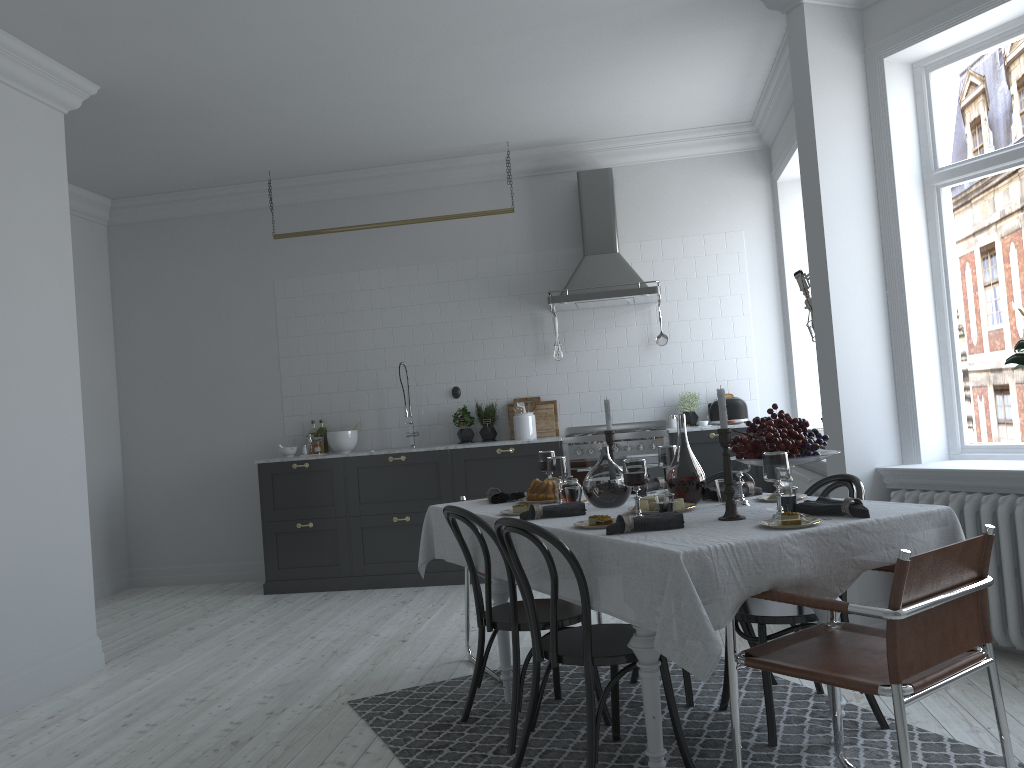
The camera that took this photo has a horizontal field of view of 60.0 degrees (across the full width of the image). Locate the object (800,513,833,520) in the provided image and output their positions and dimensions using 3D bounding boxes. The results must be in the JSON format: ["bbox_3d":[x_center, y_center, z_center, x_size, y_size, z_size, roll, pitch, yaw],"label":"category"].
[{"bbox_3d":[0.955,0.417,2.785,0.031,0.012,0.131,-3,-2,-29],"label":"object"}]

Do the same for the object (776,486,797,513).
[{"bbox_3d":[0.900,0.383,2.891,0.066,0.094,0.066,-4,-2,-3],"label":"object"}]

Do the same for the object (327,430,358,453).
[{"bbox_3d":[-1.386,0.475,7.260,0.247,0.175,0.247,-5,-2,22],"label":"object"}]

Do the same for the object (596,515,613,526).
[{"bbox_3d":[0.310,0.461,2.984,0.051,0.039,0.036,-3,-3,-42],"label":"object"}]

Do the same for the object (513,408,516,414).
[{"bbox_3d":[0.067,0.310,7.013,0.117,0.251,0.061,-6,-2,38],"label":"object"}]

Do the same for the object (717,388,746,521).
[{"bbox_3d":[0.707,0.230,2.927,0.089,0.432,0.089,-6,-2,31],"label":"object"}]

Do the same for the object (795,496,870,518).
[{"bbox_3d":[1.056,0.388,2.838,0.165,0.061,0.247,-3,-3,-42],"label":"object"}]

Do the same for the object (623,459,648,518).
[{"bbox_3d":[0.427,0.367,3.038,0.083,0.215,0.083,-5,-2,13],"label":"object"}]

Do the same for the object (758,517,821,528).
[{"bbox_3d":[0.840,0.422,2.682,0.182,0.013,0.182,-5,-2,18],"label":"object"}]

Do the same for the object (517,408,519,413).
[{"bbox_3d":[0.097,0.309,7.052,0.118,0.250,0.033,-5,-2,8],"label":"object"}]

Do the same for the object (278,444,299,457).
[{"bbox_3d":[-1.831,0.544,7.285,0.159,0.110,0.172,-5,-2,3],"label":"object"}]

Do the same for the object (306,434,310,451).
[{"bbox_3d":[-1.669,0.499,7.337,0.059,0.172,0.059,-6,-2,40],"label":"object"}]

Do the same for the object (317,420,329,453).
[{"bbox_3d":[-1.571,0.438,7.385,0.089,0.282,0.082,-5,-2,8],"label":"object"}]

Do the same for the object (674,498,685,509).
[{"bbox_3d":[0.612,0.445,3.306,0.039,0.040,0.077,-4,-2,-12],"label":"object"}]

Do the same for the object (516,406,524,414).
[{"bbox_3d":[0.056,0.305,6.990,0.054,0.262,0.149,-4,-2,-17],"label":"object"}]

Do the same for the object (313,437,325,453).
[{"bbox_3d":[-1.599,0.510,7.338,0.077,0.141,0.044,-5,-2,8],"label":"object"}]

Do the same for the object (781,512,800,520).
[{"bbox_3d":[0.851,0.409,2.712,0.057,0.037,0.021,-6,-2,29],"label":"object"}]

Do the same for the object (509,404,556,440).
[{"bbox_3d":[0.162,0.305,7.119,0.360,0.261,0.053,-5,-2,8],"label":"object"}]

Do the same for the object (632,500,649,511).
[{"bbox_3d":[0.471,0.445,3.252,0.039,0.040,0.078,-4,-2,-17],"label":"object"}]

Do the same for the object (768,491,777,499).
[{"bbox_3d":[0.995,0.418,3.338,0.039,0.040,0.078,-4,-2,-17],"label":"object"}]

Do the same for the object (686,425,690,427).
[{"bbox_3d":[1.320,0.324,6.813,0.091,0.018,0.062,-5,-2,6],"label":"object"}]

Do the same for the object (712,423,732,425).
[{"bbox_3d":[1.571,0.294,6.544,0.209,0.008,0.018,-6,-3,43],"label":"object"}]

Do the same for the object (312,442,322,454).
[{"bbox_3d":[-1.591,0.525,7.232,0.078,0.101,0.078,-6,-2,37],"label":"object"}]

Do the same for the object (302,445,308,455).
[{"bbox_3d":[-1.690,0.542,7.235,0.046,0.084,0.046,-4,-2,-5],"label":"object"}]

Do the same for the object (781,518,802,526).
[{"bbox_3d":[0.840,0.418,2.671,0.057,0.021,0.037,-5,-2,8],"label":"object"}]

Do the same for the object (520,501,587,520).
[{"bbox_3d":[0.167,0.475,3.349,0.247,0.061,0.165,-3,-3,-42],"label":"object"}]

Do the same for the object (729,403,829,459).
[{"bbox_3d":[0.933,0.173,3.058,0.347,0.215,0.318,-3,-2,-29],"label":"object"}]

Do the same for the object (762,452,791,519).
[{"bbox_3d":[0.847,0.326,2.827,0.083,0.215,0.083,-5,-2,13],"label":"object"}]

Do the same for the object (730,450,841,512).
[{"bbox_3d":[0.949,0.338,3.064,0.367,0.188,0.367,-3,-2,-40],"label":"object"}]

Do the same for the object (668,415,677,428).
[{"bbox_3d":[1.259,0.294,6.913,0.072,0.095,0.072,-3,-2,-36],"label":"object"}]

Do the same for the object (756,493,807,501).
[{"bbox_3d":[1.016,0.430,3.340,0.182,0.013,0.182,-5,-2,8],"label":"object"}]

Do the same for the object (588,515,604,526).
[{"bbox_3d":[0.288,0.464,3.018,0.057,0.037,0.021,-4,-2,-11],"label":"object"}]

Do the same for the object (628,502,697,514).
[{"bbox_3d":[0.556,0.463,3.281,0.251,0.018,0.251,-5,-2,8],"label":"object"}]

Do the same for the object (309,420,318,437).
[{"bbox_3d":[-1.651,0.445,7.402,0.066,0.282,0.066,-5,-2,3],"label":"object"}]

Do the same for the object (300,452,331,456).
[{"bbox_3d":[-1.617,0.578,7.304,0.180,0.008,0.272,-5,-2,8],"label":"object"}]

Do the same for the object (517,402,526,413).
[{"bbox_3d":[0.097,0.288,7.024,0.064,0.290,0.141,-4,-2,-18],"label":"object"}]

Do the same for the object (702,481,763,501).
[{"bbox_3d":[0.863,0.426,3.535,0.247,0.061,0.165,-3,-3,-42],"label":"object"}]

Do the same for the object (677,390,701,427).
[{"bbox_3d":[1.374,0.189,6.883,0.210,0.283,0.220,-5,-2,21],"label":"object"}]

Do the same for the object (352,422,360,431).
[{"bbox_3d":[-1.325,0.432,7.281,0.209,0.232,0.042,-3,-2,-41],"label":"object"}]

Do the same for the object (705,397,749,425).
[{"bbox_3d":[1.657,0.204,6.843,0.326,0.207,0.219,-5,-2,13],"label":"object"}]

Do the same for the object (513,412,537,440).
[{"bbox_3d":[0.101,0.333,7.012,0.174,0.208,0.174,-5,-2,4],"label":"object"}]

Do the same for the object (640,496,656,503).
[{"bbox_3d":[0.529,0.446,3.310,0.100,0.056,0.056,-5,-2,25],"label":"object"}]

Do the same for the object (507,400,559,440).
[{"bbox_3d":[0.173,0.291,7.175,0.400,0.290,0.030,-5,-2,8],"label":"object"}]

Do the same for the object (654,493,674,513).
[{"bbox_3d":[0.515,0.416,2.972,0.066,0.094,0.066,-4,-2,-3],"label":"object"}]

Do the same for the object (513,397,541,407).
[{"bbox_3d":[0.130,0.274,7.149,0.220,0.330,0.041,-5,-2,8],"label":"object"}]

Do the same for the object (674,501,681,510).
[{"bbox_3d":[0.580,0.449,3.254,0.040,0.039,0.077,-4,-2,-22],"label":"object"}]

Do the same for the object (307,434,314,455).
[{"bbox_3d":[-1.649,0.496,7.275,0.059,0.172,0.059,-6,-2,40],"label":"object"}]

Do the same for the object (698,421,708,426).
[{"bbox_3d":[1.411,0.293,6.528,0.072,0.040,0.070,-5,-2,0],"label":"object"}]

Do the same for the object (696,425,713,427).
[{"bbox_3d":[1.413,0.313,6.527,0.126,0.008,0.126,-6,-2,35],"label":"object"}]

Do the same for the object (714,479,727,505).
[{"bbox_3d":[0.796,0.405,3.321,0.066,0.094,0.066,-5,-2,19],"label":"object"}]

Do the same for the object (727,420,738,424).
[{"bbox_3d":[1.617,0.285,6.574,0.119,0.031,0.074,-6,-2,41],"label":"object"}]

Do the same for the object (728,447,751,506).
[{"bbox_3d":[0.838,0.341,3.267,0.083,0.215,0.083,-5,-2,3],"label":"object"}]

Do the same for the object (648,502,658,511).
[{"bbox_3d":[0.528,0.450,3.227,0.077,0.040,0.040,-6,-2,27],"label":"object"}]

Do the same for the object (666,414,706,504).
[{"bbox_3d":[0.671,0.292,3.451,0.152,0.352,0.152,-3,-2,-31],"label":"object"}]

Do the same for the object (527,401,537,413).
[{"bbox_3d":[0.137,0.284,7.047,0.131,0.296,0.056,-4,-2,-12],"label":"object"}]

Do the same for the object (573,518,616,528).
[{"bbox_3d":[0.301,0.476,3.012,0.182,0.013,0.182,-5,-2,23],"label":"object"}]

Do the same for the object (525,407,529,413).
[{"bbox_3d":[0.131,0.307,7.050,0.050,0.247,0.114,-4,-2,-27],"label":"object"}]
